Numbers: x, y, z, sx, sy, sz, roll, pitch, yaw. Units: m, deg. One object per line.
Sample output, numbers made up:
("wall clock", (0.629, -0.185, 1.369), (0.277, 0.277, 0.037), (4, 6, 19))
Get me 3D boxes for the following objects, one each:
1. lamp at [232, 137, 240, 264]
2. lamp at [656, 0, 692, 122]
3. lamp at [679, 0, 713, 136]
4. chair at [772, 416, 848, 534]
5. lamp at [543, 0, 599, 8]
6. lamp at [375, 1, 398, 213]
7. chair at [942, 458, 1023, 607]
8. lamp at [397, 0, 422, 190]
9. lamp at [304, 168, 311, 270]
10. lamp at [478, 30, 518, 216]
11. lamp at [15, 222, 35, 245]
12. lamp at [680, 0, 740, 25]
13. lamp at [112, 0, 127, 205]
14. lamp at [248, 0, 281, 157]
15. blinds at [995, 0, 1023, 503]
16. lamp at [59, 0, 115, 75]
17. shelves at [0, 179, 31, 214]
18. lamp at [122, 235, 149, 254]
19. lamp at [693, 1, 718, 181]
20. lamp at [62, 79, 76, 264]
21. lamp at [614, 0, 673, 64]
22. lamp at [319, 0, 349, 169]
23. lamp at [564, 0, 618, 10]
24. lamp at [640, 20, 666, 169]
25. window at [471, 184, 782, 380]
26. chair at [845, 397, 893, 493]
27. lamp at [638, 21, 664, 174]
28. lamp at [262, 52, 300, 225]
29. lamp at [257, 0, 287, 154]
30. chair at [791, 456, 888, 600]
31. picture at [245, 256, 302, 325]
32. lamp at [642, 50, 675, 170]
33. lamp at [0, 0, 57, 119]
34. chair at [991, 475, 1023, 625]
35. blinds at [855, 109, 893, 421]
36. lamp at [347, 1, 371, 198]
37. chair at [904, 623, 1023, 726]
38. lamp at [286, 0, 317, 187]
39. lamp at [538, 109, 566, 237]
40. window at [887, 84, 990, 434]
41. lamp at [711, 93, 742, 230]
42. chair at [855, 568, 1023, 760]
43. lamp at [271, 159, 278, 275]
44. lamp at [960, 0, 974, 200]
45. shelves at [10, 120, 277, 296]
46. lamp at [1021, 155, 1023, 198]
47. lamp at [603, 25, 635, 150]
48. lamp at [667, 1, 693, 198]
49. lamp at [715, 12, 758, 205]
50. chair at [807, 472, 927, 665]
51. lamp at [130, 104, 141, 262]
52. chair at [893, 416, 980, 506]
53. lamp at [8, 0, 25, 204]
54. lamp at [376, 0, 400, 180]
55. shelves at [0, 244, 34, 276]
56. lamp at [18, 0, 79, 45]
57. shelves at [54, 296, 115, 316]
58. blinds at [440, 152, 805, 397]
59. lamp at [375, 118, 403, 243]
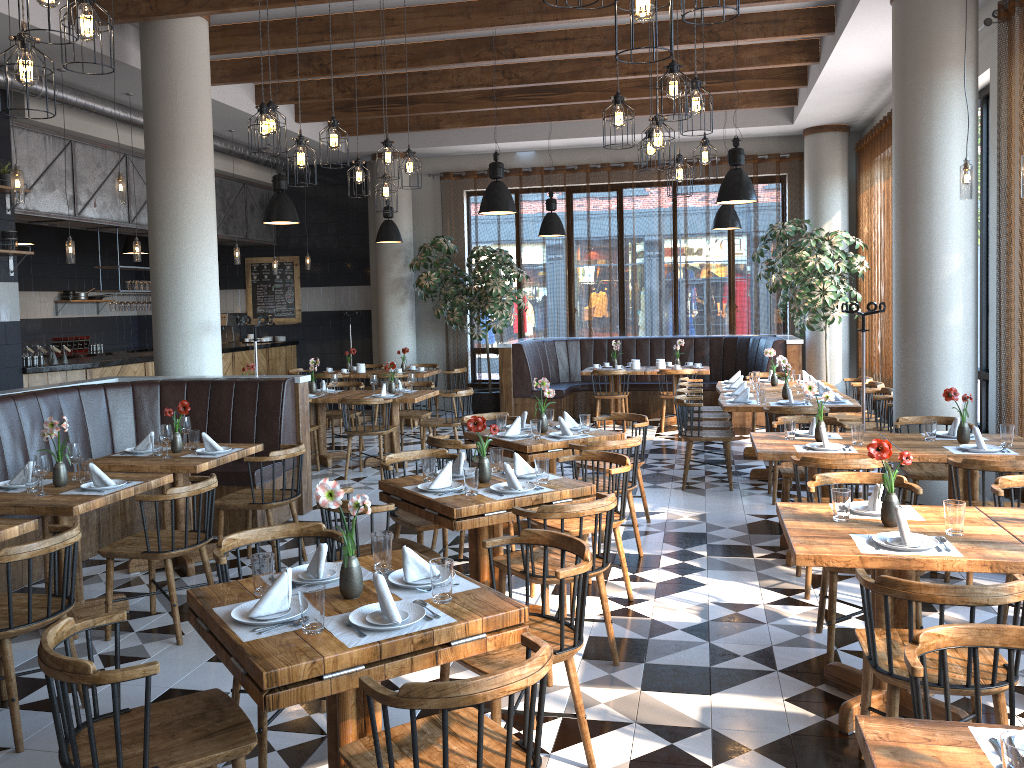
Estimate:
("lamp", (-3.676, -2.571, 11.735), (0.078, 1.960, 0.078), (0, 3, 19))
("lamp", (0.849, -2.464, 4.728), (0.175, 2.066, 0.175), (0, 3, 31))
("lamp", (1.001, -2.424, 4.875), (0.175, 2.066, 0.175), (0, 3, 20))
("chair", (2.166, 0.670, 6.431), (0.519, 0.815, 0.551), (-1, 4, 12))
("lamp", (0.157, -2.196, 2.630), (0.175, 2.066, 0.175), (-2, 3, -4))
("lamp", (-1.020, -2.396, 6.984), (0.175, 2.066, 0.175), (0, 3, 30))
("chair", (2.720, 0.791, 4.980), (0.519, 0.815, 0.551), (-1, 4, 12))
("lamp", (-0.823, -2.567, 6.897), (0.175, 2.066, 0.175), (0, 3, 19))
("lamp", (-3.223, -2.771, 13.866), (0.078, 1.960, 0.078), (1, 4, 44))
("lamp", (-0.163, -2.608, 8.682), (0.390, 1.861, 0.391), (-1, 3, 0))
("lamp", (-6.161, -2.203, 11.001), (0.390, 0.935, 0.391), (2, 5, 44))
("lamp", (0.589, -2.169, 2.692), (0.175, 2.066, 0.175), (-3, 3, -27))
("lamp", (-3.166, -2.426, 7.080), (0.078, 1.960, 0.078), (-2, 3, -12))
("lamp", (-1.497, -2.396, 5.228), (0.175, 2.066, 0.175), (-3, 3, -28))
("blinds", (2.879, -0.642, 3.031), (0.160, 3.572, 7.287), (-1, 5, 12))
("lamp", (-1.612, -2.213, 3.273), (0.175, 2.066, 0.175), (-2, 3, -16))
("shelves", (-5.128, -1.850, 8.640), (0.247, 0.296, 0.907), (-1, 5, 12))
("lamp", (-5.672, -2.428, 13.303), (0.391, 0.935, 0.391), (-4, 4, -35))
("lamp", (1.395, -2.536, 6.453), (0.175, 2.066, 0.175), (-3, 4, -35))
("lamp", (-4.336, -2.157, 8.618), (0.078, 1.960, 0.078), (1, 4, 44))
("lamp", (0.377, -2.029, 2.646), (0.175, 2.066, 0.175), (-1, 3, 7))
("lamp", (-1.126, -2.383, 5.459), (0.175, 2.066, 0.175), (1, 4, 39))
("lamp", (0.233, -2.272, 2.821), (0.175, 2.066, 0.175), (-1, 3, 7))
("lamp", (1.023, -2.634, 6.527), (0.175, 2.066, 0.175), (-1, 3, -2))
("window", (3.026, -0.998, 7.540), (4.493, 3.157, 15.169), (-2, 5, -11))
("chair", (3.241, 0.518, 7.799), (0.549, 0.815, 0.521), (-1, 4, 12))
("lamp", (0.977, -2.558, 6.327), (0.175, 2.066, 0.175), (-2, 3, -13))
("lamp", (-2.420, -2.598, 9.164), (0.390, 1.861, 0.391), (-2, 3, -10))
("lamp", (-1.506, -2.472, 5.433), (0.175, 2.066, 0.175), (-2, 3, -17))
("chair", (1.895, 0.795, 5.156), (0.519, 0.815, 0.551), (-1, 4, 12))
("picture", (-4.023, -1.565, 14.923), (0.980, 1.140, 0.021), (-1, 3, 12))
("lamp", (0.806, -2.254, 4.966), (0.175, 2.066, 0.175), (0, 3, 31))
("lamp", (-1.817, -2.030, 3.232), (0.175, 2.066, 0.175), (-2, 3, -5))
("chair", (2.535, 0.876, 4.105), (0.519, 0.815, 0.551), (-1, 4, 12))
("blinds", (4.555, -1.409, 10.897), (0.155, 3.573, 3.207), (-1, 4, 12))
("lamp", (-1.241, -2.525, 7.015), (0.175, 2.066, 0.175), (-2, 3, -3))
("chair", (1.262, 1.086, 2.175), (0.519, 0.815, 0.551), (-1, 4, 12))
("lamp", (-1.299, -2.236, 5.330), (0.175, 2.066, 0.175), (-2, 3, -17))
("lamp", (0.515, -2.920, 11.875), (0.390, 1.861, 0.391), (-1, 3, 15))
("window", (4.547, -1.232, 9.669), (0.365, 3.158, 4.980), (-1, 5, 12))
("lamp", (2.748, -2.930, 11.399), (0.390, 1.861, 0.391), (0, 3, 25))
("chair", (1.438, 1.005, 3.006), (0.519, 0.815, 0.551), (-1, 4, 12))
("lamp", (-3.451, -2.560, 12.788), (0.078, 1.960, 0.078), (1, 4, 41))
("lamp", (2.876, -2.155, 5.602), (0.078, 1.960, 0.078), (-2, 3, -12))
("shelves", (-4.886, -2.104, 12.090), (0.682, 1.791, 5.881), (-1, 5, 12))
("lamp", (2.649, -1.943, 4.524), (0.078, 1.960, 0.078), (-4, 4, -38))
("lamp", (0.585, -2.383, 5.002), (0.175, 2.066, 0.175), (-2, 3, -2))
("lamp", (1.193, -2.393, 6.376), (0.175, 2.066, 0.175), (-1, 3, -2))
("lamp", (2.071, -2.618, 8.207), (0.390, 1.861, 0.391), (-2, 3, -10))
("chair", (1.709, 0.880, 4.281), (0.519, 0.815, 0.551), (-1, 4, 12))
("lamp", (-4.119, -2.315, 9.642), (0.078, 1.960, 0.078), (-1, 3, -2))
("chair", (2.991, 0.666, 6.256), (0.519, 0.815, 0.551), (-1, 4, 12))
("lamp", (-3.394, -2.214, 6.002), (0.078, 1.960, 0.078), (-4, 4, -38))
("lamp", (-0.972, -2.606, 6.747), (0.175, 2.066, 0.175), (0, 3, 30))
("shelves", (-5.112, -1.222, 8.672), (0.247, 0.296, 0.907), (-1, 5, 12))
("lamp", (-1.651, -2.249, 3.065), (0.175, 2.066, 0.175), (-2, 3, -5))
("shelves", (-6.727, -1.234, 13.983), (0.300, 0.296, 1.044), (-1, 5, 12))
("blinds", (1.592, -1.589, 13.616), (5.542, 3.574, 0.155), (0, 3, 12))
("lamp", (-1.743, -2.909, 12.356), (0.391, 1.861, 0.391), (-3, 3, -30))
